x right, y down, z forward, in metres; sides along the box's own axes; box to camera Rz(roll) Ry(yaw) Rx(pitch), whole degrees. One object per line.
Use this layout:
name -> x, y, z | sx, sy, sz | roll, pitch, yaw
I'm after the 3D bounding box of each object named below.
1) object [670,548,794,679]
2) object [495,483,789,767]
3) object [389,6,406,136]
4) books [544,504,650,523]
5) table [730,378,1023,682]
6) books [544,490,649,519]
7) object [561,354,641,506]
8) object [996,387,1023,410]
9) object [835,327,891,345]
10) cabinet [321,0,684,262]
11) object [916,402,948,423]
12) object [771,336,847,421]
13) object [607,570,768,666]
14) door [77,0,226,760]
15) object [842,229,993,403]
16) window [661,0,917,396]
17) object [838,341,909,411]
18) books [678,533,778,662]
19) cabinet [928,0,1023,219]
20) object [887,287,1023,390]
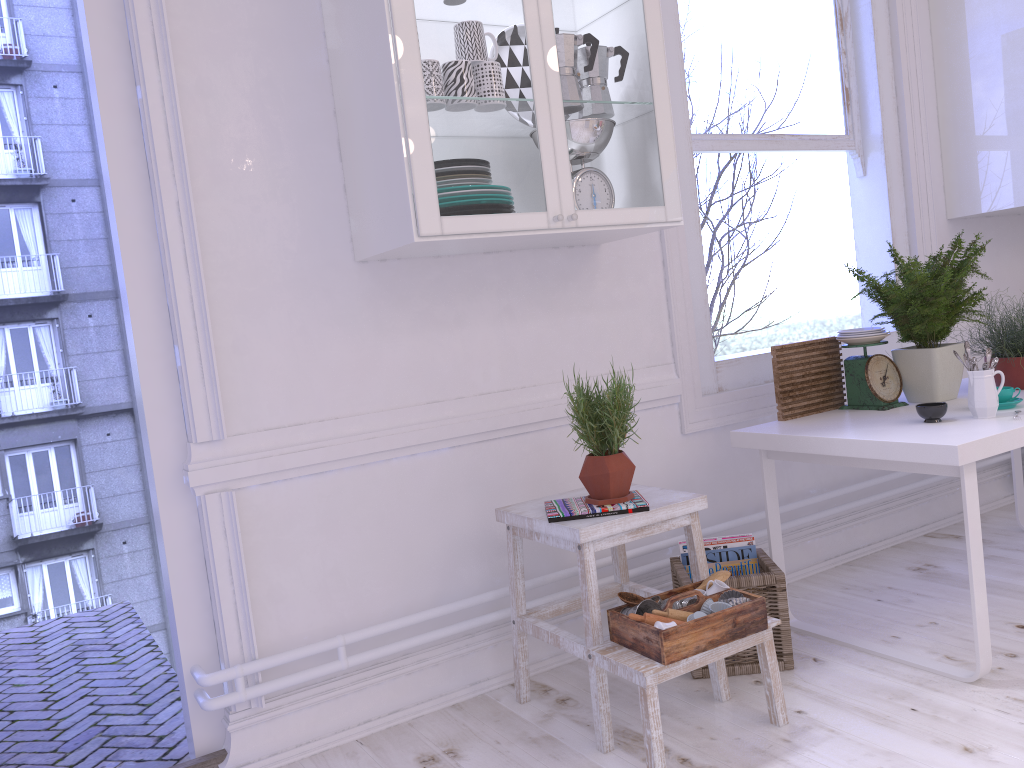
object -> 0.620, 0.648, 2.537 | 0.276, 0.270, 0.276 | -7, 4, 3
object -> 0.304, 0.572, 2.246 | 0.418, 0.534, 0.599 | -9, 5, -30
object -> -0.052, -1.033, 2.376 | 0.811, 0.651, 0.376 | -9, 5, -30
books -> 0.208, 0.309, 2.227 | 0.246, 0.011, 0.180 | -7, 4, 0
table -> 1.530, 0.346, 2.779 | 1.514, 0.619, 0.736 | -9, 5, -30
books -> 0.207, 0.301, 2.226 | 0.246, 0.007, 0.180 | -7, 4, 0
object -> 0.235, 0.108, 2.231 | 0.196, 0.367, 0.186 | -6, 4, 15
object -> 1.385, 0.040, 2.525 | 0.121, 0.055, 0.121 | -6, 4, 10
object -> 1.118, -0.153, 2.826 | 0.164, 0.047, 0.163 | -5, 4, 19
cabinet -> -0.040, -1.033, 2.358 | 0.823, 1.311, 0.425 | -9, 5, -30
object -> 1.149, 0.079, 2.423 | 0.082, 0.048, 0.079 | -5, 4, 19
object -> 0.954, -0.020, 2.840 | 0.294, 0.237, 0.028 | -9, 5, -30
object -> 0.418, 0.530, 2.073 | 0.358, 0.110, 0.211 | -9, 4, -28
door -> -1.546, -0.196, 2.363 | 1.009, 2.474, 1.021 | -9, 5, -30
object -> 1.305, -0.207, 2.790 | 0.438, 0.527, 0.368 | -9, 5, -30
window -> 1.001, -0.921, 3.366 | 1.234, 1.782, 0.181 | -9, 5, -30
object -> 1.142, -0.028, 2.827 | 0.159, 0.208, 0.185 | -9, 5, -30
books -> 0.618, 0.614, 2.547 | 0.221, 0.306, 0.205 | -7, 4, 3
cabinet -> 2.193, -1.393, 3.678 | 0.823, 1.311, 0.425 | -9, 5, -30
object -> 1.671, -0.159, 2.894 | 0.668, 0.367, 0.531 | -7, 4, -6
